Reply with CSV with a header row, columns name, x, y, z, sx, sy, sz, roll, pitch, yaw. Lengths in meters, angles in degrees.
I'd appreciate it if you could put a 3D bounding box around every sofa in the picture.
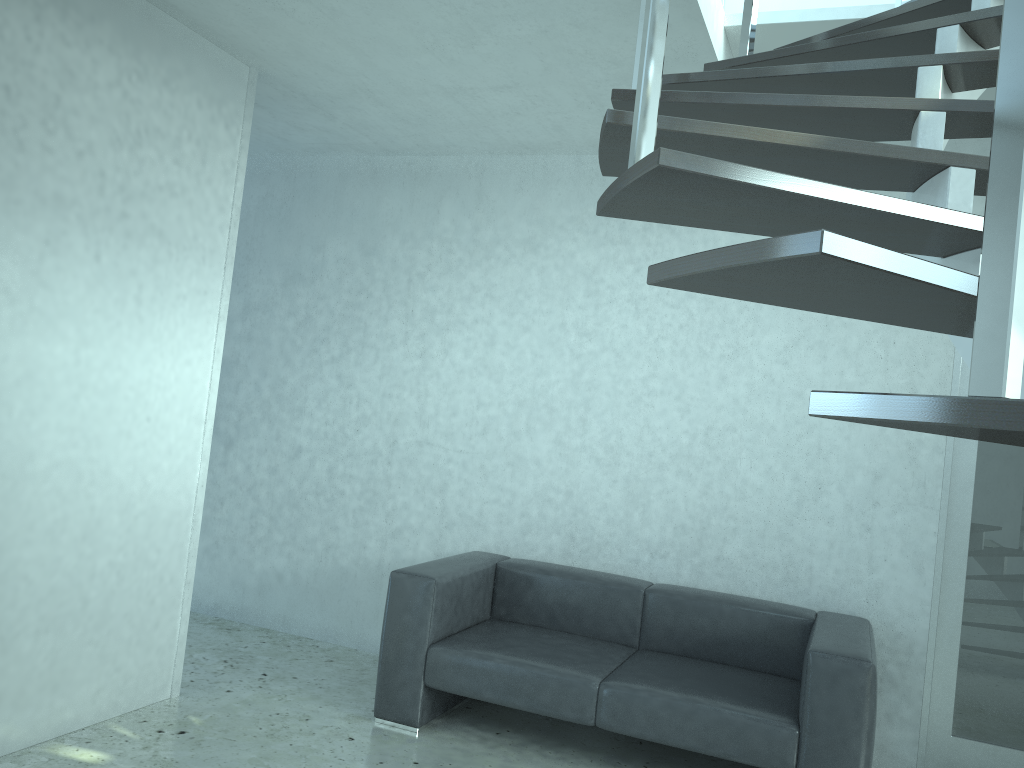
name,x,y,z,sx,sy,sz,roll,pitch,yaw
sofa,0.504,1.242,3.912,2.025,0.652,0.943,5,-3,21

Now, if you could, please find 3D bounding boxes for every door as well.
name,x,y,z,sx,sy,sz,roll,pitch,yaw
door,3.367,0.503,3.923,2.576,3.200,1.162,7,-3,-21

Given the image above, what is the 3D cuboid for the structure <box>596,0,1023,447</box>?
name,x,y,z,sx,sy,sz,roll,pitch,yaw
structure,1.644,-0.447,2.103,2.655,4.156,3.780,5,-3,21
